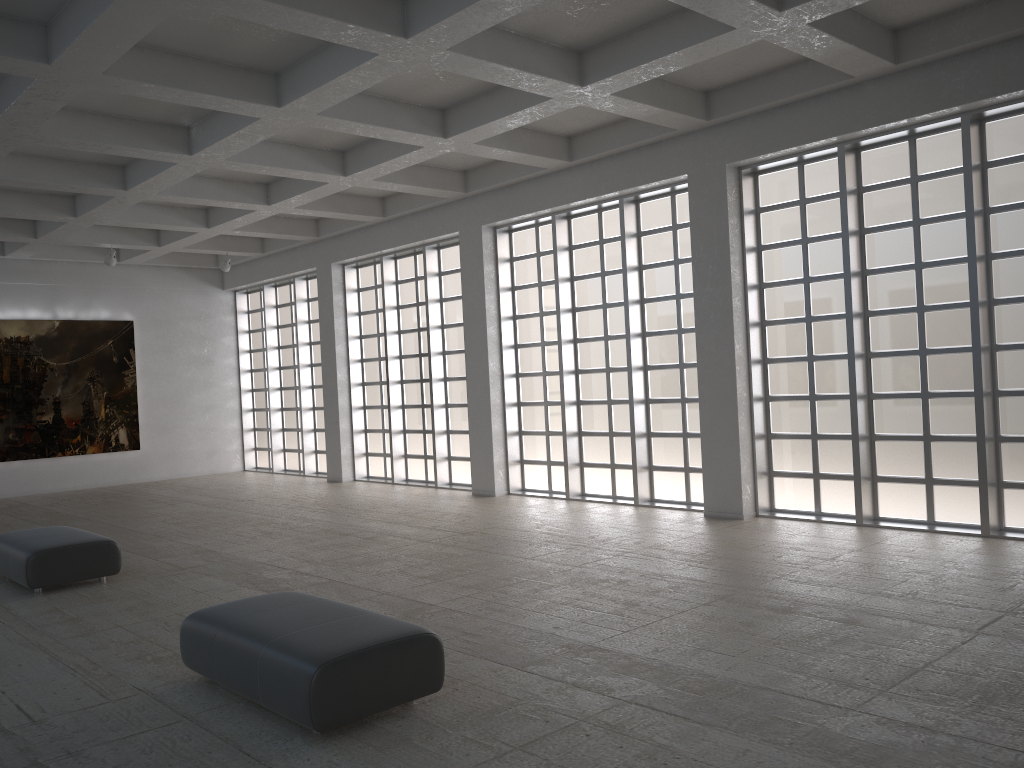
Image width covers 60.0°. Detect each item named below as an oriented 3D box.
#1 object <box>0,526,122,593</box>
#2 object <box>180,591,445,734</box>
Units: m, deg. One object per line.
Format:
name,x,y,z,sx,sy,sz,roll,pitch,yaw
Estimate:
object,-8.711,3.249,16.752,1.616,0.828,3.044,-3,0,-43
object,-2.278,2.947,9.741,1.616,0.828,3.044,-3,0,-43
